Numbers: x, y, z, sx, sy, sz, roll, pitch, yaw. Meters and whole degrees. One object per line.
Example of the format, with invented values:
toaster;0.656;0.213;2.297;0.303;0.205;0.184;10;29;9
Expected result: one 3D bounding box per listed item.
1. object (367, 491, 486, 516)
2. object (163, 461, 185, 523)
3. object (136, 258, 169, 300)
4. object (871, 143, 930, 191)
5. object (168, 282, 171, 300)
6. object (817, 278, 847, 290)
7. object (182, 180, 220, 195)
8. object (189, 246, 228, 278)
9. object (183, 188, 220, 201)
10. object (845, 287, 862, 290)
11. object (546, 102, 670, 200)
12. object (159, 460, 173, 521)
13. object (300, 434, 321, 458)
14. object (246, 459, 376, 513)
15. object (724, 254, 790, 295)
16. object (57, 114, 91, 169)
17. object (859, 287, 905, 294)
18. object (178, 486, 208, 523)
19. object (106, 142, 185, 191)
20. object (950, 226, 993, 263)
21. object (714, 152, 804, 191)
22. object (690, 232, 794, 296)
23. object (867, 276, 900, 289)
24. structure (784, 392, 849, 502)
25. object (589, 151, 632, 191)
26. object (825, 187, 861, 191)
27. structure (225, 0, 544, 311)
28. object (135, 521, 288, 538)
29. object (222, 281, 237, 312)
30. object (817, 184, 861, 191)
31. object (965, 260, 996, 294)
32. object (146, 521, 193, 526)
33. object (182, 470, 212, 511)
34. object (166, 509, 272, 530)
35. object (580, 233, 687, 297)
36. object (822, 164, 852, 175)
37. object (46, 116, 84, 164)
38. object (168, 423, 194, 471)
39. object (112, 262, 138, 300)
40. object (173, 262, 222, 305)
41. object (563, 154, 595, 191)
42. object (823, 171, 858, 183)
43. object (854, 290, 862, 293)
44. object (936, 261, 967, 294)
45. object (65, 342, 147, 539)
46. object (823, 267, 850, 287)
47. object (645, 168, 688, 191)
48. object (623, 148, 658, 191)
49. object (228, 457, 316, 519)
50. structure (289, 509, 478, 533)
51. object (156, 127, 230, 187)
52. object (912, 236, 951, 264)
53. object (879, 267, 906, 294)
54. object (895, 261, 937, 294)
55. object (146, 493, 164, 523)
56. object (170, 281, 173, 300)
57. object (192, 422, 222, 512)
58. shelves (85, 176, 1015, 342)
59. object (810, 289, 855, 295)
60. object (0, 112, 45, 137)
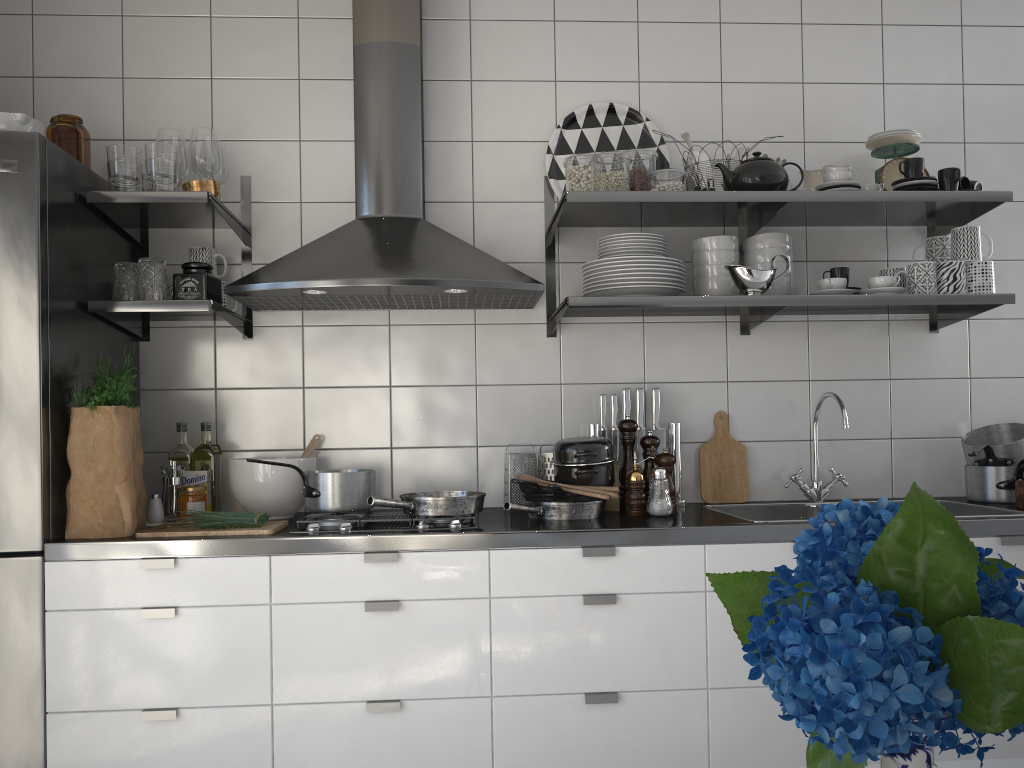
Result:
object;-0.239;0.313;2.352;0.351;0.060;0.232;0;-3;-25
object;-0.955;0.304;2.507;0.059;0.172;0.059;0;-1;-44
object;-0.967;-0.275;2.382;0.086;0.119;0.086;-1;-1;-7
object;1.192;-0.624;2.740;0.159;0.208;0.185;-1;-2;-4
object;-1.064;-0.251;2.646;0.083;0.100;0.108;0;-2;-34
object;0.912;-0.272;2.521;0.079;0.048;0.083;-1;-2;-11
object;-0.866;-0.537;2.466;0.100;0.048;0.100;-2;-3;20
object;-0.913;-0.354;2.639;0.108;0.100;0.083;-2;-2;31
object;-0.864;-0.515;2.466;0.100;0.036;0.100;-2;-3;16
object;0.985;-0.274;2.661;0.121;0.023;0.121;0;-3;-23
object;0.302;-0.698;2.800;0.395;0.393;0.053;-1;-1;-3
object;-0.987;0.307;2.563;0.059;0.172;0.059;0;-1;-44
object;-0.653;0.266;2.623;0.221;0.232;0.080;1;-2;-43
object;-0.529;0.276;2.442;0.200;0.154;0.348;-3;-3;36
object;0.698;-0.304;2.521;0.210;0.134;0.102;0;-2;-21
object;-1.263;-0.662;2.530;0.097;0.195;0.097;-1;-1;-4
object;1.047;-0.255;2.506;0.121;0.021;0.121;-1;-3;1
object;-0.891;0.337;2.476;0.078;0.101;0.078;0;-2;-37
object;-1.004;-0.565;2.436;0.190;0.134;0.229;0;-2;-13
object;1.313;-0.396;2.535;0.108;0.100;0.083;-2;-2;31
object;0.708;-0.593;2.542;0.200;0.142;0.178;-3;-3;38
object;0.694;-0.337;2.677;0.309;0.216;0.150;-1;-1;-6
object;1.046;-0.275;2.505;0.079;0.048;0.083;-1;-2;9
structure;0.983;0.202;2.714;0.189;0.352;0.274;0;-2;-27
object;0.281;-0.581;2.515;0.121;0.130;0.121;0;-2;-18
object;0.936;-0.537;2.538;0.121;0.021;0.121;-1;-3;1
structure;-0.360;-0.785;2.546;0.868;1.092;0.472;-1;-1;-4
object;-0.756;0.369;2.259;0.330;0.012;0.220;-1;-3;-4
object;-0.877;-0.254;2.642;0.108;0.100;0.083;-1;-2;-14
object;0.936;-0.546;2.538;0.121;0.021;0.121;-1;-3;1
object;1.349;-0.297;2.539;0.108;0.100;0.083;-1;-2;-14
object;-0.935;0.389;2.542;0.180;0.008;0.272;-1;-3;-4
object;-0.920;0.323;2.578;0.077;0.141;0.044;-1;-1;-4
object;-0.761;0.345;2.256;0.276;0.053;0.142;-2;-3;12
object;0.353;-0.325;2.585;0.306;0.195;0.301;-1;-2;1
object;0.933;-0.605;2.538;0.083;0.067;0.078;-1;-2;11
object;-1.226;-0.647;2.430;0.093;0.154;0.093;-1;-1;19
object;-0.979;0.256;2.631;0.066;0.282;0.066;-1;-1;-9
object;-1.053;-0.271;2.433;0.086;0.119;0.086;-1;-1;7
object;-0.873;-0.275;2.462;0.100;0.123;0.100;-1;-2;6
object;0.217;-0.593;2.664;0.121;0.171;0.121;-1;-1;16
object;0.933;-0.577;2.537;0.079;0.050;0.082;0;-3;-31
object;0.988;-0.264;2.659;0.121;0.023;0.121;1;-3;-32
object;1.265;-0.296;2.534;0.108;0.100;0.083;-1;-2;-14
object;-1.030;0.136;2.254;0.173;0.509;0.283;-1;-1;-16
object;0.979;-0.309;2.665;0.055;0.078;0.070;0;-2;-43
object;0.439;-0.558;2.515;0.121;0.079;0.121;0;-2;-18
object;0.372;-0.598;2.623;0.121;0.171;0.121;-1;-1;16
object;-0.698;0.304;2.590;0.247;0.175;0.247;-3;-3;37
structure;-0.334;0.363;2.433;0.467;0.029;0.491;-1;-3;-4
object;-0.949;-0.611;2.633;0.192;0.244;0.206;-1;-2;-6
object;1.279;-0.388;2.681;0.083;0.100;0.108;0;-2;-34
object;1.138;-0.290;2.612;0.108;0.100;0.083;-2;-2;31
object;1.162;-0.293;2.543;0.083;0.100;0.108;0;-2;-34
object;-0.990;0.346;2.460;0.046;0.084;0.046;0;-1;-26
object;-0.960;-0.253;2.637;0.108;0.100;0.083;-1;-2;-14
object;-0.897;0.255;2.631;0.089;0.282;0.082;-1;-1;-4
shelves;0.131;-0.415;2.596;2.540;0.512;0.427;-1;-2;-4
object;0.912;-0.251;2.522;0.121;0.021;0.121;-1;-3;-6
object;-1.267;-0.634;2.240;0.159;0.110;0.173;-1;-2;-9
